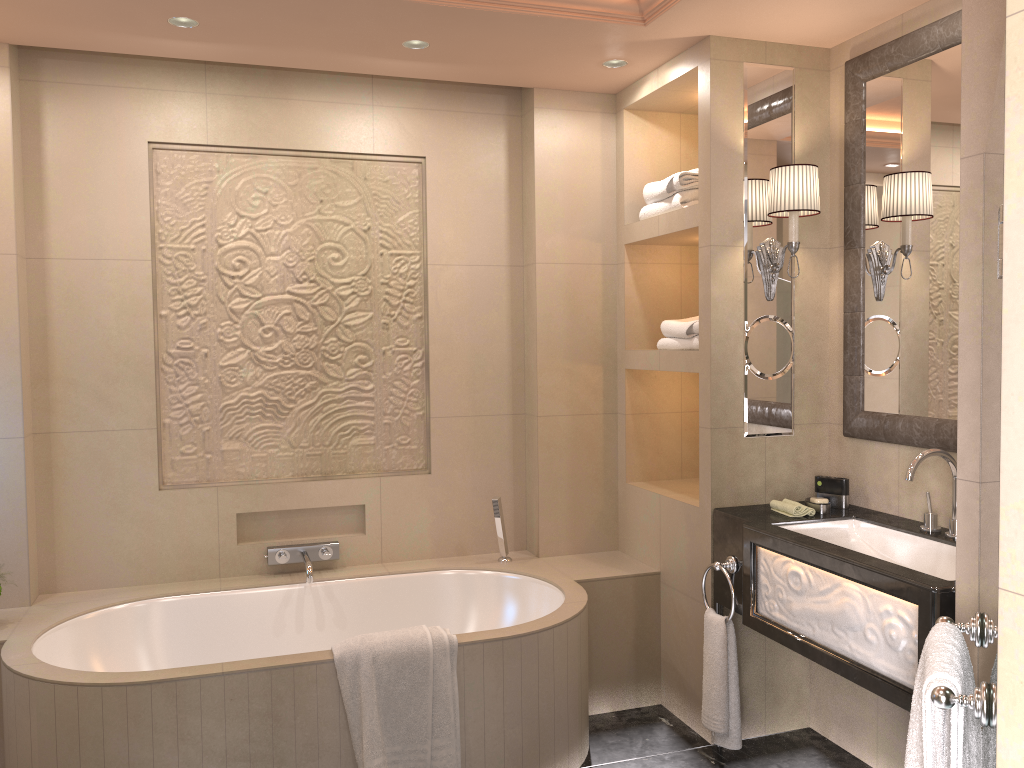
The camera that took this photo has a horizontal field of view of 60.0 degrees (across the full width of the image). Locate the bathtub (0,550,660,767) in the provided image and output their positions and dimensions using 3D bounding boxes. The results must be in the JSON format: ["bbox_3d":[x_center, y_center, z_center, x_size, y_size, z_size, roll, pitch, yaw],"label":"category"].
[{"bbox_3d":[-0.672,1.046,3.098,2.662,0.540,1.060,-2,3,-18],"label":"bathtub"}]

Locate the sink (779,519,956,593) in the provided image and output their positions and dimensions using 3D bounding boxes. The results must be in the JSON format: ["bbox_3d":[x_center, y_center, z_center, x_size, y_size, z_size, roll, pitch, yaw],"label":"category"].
[{"bbox_3d":[1.106,0.539,2.567,0.349,0.135,0.760,-2,3,-18],"label":"sink"}]

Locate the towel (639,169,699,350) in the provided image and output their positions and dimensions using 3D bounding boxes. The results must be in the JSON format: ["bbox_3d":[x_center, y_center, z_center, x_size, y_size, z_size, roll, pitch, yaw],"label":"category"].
[{"bbox_3d":[-0.678,-0.454,3.034,3.195,0.726,0.517,-2,3,-18],"label":"towel"}]

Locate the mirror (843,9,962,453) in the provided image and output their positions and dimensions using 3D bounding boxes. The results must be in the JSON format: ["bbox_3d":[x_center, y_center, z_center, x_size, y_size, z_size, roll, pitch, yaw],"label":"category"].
[{"bbox_3d":[1.357,-0.448,2.605,0.040,1.320,1.130,-2,3,-18],"label":"mirror"}]

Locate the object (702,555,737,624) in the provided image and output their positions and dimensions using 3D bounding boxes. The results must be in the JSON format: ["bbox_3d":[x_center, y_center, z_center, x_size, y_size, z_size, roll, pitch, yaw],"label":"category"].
[{"bbox_3d":[0.716,0.696,3.003,0.074,0.226,0.203,-2,3,-18],"label":"object"}]

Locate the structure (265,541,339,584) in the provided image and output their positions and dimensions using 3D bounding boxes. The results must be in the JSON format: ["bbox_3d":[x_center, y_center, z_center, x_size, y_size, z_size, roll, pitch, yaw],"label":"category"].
[{"bbox_3d":[-0.809,0.699,3.462,0.290,0.097,0.259,-2,3,-18],"label":"structure"}]

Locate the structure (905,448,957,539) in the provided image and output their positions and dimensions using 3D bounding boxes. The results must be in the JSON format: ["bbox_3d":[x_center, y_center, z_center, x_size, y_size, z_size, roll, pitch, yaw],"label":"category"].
[{"bbox_3d":[1.285,0.320,2.638,0.242,0.268,0.223,0,3,16],"label":"structure"}]

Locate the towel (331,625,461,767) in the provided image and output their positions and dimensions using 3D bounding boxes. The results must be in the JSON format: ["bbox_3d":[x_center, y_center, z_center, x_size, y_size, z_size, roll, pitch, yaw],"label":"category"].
[{"bbox_3d":[-0.360,0.980,2.713,0.374,0.463,0.453,-2,3,-16],"label":"towel"}]

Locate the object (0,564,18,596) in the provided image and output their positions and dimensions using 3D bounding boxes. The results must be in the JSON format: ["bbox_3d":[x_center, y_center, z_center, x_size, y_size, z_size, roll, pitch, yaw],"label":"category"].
[{"bbox_3d":[-1.755,0.674,2.881,0.197,0.252,0.229,0,3,23],"label":"object"}]

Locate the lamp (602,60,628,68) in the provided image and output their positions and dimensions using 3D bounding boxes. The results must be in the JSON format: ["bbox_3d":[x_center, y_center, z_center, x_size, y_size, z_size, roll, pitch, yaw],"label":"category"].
[{"bbox_3d":[0.389,-1.246,3.355,0.097,0.069,0.097,-3,4,-42],"label":"lamp"}]

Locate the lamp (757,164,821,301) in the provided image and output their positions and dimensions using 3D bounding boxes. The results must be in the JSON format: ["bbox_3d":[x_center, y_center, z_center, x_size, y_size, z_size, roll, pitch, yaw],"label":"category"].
[{"bbox_3d":[0.954,-0.513,3.052,0.174,0.444,0.223,-2,3,-18],"label":"lamp"}]

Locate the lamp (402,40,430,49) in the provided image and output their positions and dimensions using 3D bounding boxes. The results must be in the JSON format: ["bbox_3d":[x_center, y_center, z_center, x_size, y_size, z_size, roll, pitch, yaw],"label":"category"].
[{"bbox_3d":[-0.338,-1.225,3.112,0.097,0.069,0.097,-2,3,-22],"label":"lamp"}]

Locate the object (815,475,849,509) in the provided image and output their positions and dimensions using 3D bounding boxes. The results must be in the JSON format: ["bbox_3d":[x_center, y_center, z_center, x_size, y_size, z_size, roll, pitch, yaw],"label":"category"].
[{"bbox_3d":[1.128,0.381,3.128,0.038,0.104,0.124,-3,4,-44],"label":"object"}]

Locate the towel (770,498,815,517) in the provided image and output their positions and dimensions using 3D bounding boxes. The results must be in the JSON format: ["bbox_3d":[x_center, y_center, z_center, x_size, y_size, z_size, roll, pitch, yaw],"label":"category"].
[{"bbox_3d":[0.957,0.421,3.030,0.096,0.039,0.149,-1,3,-12],"label":"towel"}]

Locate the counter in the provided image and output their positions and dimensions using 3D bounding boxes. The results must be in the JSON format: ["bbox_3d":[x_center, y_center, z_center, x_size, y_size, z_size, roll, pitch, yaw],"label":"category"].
[{"bbox_3d":[1.134,0.888,2.591,0.543,0.858,1.330,-2,3,-18],"label":"counter"}]

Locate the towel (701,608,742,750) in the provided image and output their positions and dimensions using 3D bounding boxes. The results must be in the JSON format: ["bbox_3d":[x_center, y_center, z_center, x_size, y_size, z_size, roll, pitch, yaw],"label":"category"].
[{"bbox_3d":[0.694,0.997,3.006,0.116,0.455,0.173,-3,3,-37],"label":"towel"}]

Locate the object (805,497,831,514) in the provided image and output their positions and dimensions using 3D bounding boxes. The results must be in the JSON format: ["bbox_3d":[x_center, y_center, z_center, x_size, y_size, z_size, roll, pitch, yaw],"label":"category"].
[{"bbox_3d":[1.056,0.419,3.062,0.080,0.035,0.133,-1,3,0],"label":"object"}]

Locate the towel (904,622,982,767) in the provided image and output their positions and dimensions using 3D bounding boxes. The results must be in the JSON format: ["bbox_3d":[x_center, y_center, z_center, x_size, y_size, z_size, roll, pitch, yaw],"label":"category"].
[{"bbox_3d":[0.715,0.733,1.417,0.154,0.629,0.313,0,3,15],"label":"towel"}]

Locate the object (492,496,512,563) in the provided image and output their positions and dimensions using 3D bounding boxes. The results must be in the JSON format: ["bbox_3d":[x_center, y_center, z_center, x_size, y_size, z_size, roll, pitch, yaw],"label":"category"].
[{"bbox_3d":[-0.043,0.601,3.676,0.059,0.280,0.114,1,3,26],"label":"object"}]

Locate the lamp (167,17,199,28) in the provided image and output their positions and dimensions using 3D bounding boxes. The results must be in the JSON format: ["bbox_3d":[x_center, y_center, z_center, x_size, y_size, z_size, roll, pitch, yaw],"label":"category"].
[{"bbox_3d":[-1.065,-1.204,2.869,0.097,0.069,0.097,-1,3,-2],"label":"lamp"}]

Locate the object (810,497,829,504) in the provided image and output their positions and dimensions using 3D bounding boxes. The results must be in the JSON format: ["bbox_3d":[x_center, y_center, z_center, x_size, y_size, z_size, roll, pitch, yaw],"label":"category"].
[{"bbox_3d":[1.054,0.400,3.042,0.051,0.022,0.077,-1,3,1],"label":"object"}]

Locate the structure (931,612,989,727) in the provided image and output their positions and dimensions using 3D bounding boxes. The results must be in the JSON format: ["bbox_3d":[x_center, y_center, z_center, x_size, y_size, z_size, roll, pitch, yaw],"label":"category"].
[{"bbox_3d":[0.713,0.440,1.416,0.074,0.061,0.415,1,3,26],"label":"structure"}]
